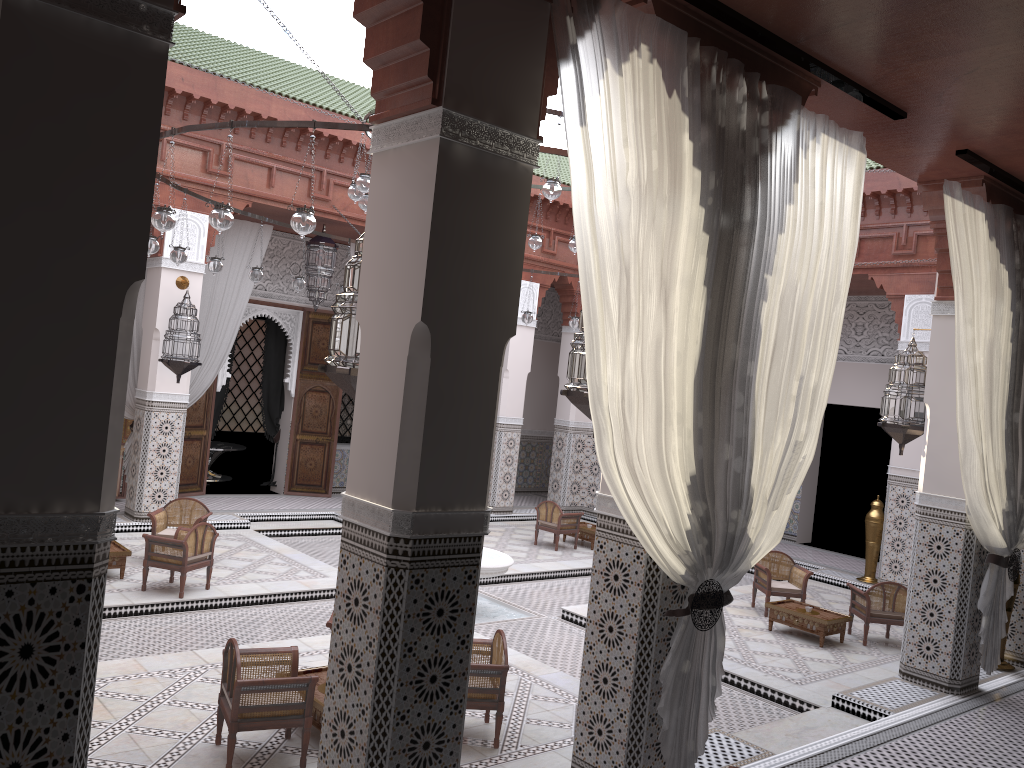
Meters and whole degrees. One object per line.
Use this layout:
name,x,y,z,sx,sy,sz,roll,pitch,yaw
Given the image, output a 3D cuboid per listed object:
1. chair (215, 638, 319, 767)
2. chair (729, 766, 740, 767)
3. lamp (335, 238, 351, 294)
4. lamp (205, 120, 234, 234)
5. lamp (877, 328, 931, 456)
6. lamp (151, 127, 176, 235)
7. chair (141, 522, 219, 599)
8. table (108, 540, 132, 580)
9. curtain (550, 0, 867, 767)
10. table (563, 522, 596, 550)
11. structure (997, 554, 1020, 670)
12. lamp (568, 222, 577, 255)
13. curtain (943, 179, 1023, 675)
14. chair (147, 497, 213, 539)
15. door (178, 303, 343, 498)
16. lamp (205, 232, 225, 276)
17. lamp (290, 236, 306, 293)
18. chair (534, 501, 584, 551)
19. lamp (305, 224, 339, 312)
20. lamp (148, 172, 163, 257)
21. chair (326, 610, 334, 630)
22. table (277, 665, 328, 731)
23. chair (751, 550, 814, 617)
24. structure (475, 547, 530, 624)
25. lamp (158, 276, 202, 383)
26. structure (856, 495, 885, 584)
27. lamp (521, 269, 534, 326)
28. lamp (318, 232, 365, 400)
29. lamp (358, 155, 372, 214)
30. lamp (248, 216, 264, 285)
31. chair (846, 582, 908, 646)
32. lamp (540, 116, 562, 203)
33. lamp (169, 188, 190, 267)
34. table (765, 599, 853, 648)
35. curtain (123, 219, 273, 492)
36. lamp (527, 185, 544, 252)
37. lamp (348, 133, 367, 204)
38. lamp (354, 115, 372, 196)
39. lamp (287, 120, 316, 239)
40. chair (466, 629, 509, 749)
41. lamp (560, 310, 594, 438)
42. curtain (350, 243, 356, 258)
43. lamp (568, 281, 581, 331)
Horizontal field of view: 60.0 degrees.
chair,-0.657,0.836,2.362,0.208,0.313,0.263,6,0,-26
chair,0.558,0.965,1.790,0.234,0.252,0.259,6,0,7
lamp,-0.988,-0.679,5.251,0.090,0.371,0.091,6,0,-6
lamp,-0.929,-0.669,2.860,0.091,0.371,0.090,6,0,-26
lamp,1.651,0.023,3.694,0.216,0.552,0.221,6,0,-41
lamp,-1.184,-0.696,3.035,0.091,0.371,0.090,6,0,-26
chair,-1.456,0.750,3.886,0.208,0.313,0.263,6,0,16
table,-1.899,0.789,4.019,0.229,0.142,0.330,6,0,-41
curtain,0.511,0.087,2.188,1.303,1.764,0.129,6,0,-40
table,0.524,1.041,6.103,0.229,0.142,0.330,6,0,-41
structure,2.125,0.950,3.852,0.156,0.539,0.156,6,0,-24
lamp,0.367,-0.896,4.888,0.091,0.371,0.090,6,0,-26
curtain,1.903,0.233,3.380,1.304,1.761,0.137,6,0,-41
chair,-1.643,0.729,4.378,0.263,0.313,0.208,6,0,-5
door,-1.882,0.067,6.436,1.244,1.461,0.419,6,0,-41
lamp,-1.492,-0.731,4.476,0.090,0.371,0.091,6,0,-26
lamp,-1.199,-0.701,5.030,0.090,0.371,0.091,6,0,4
chair,0.305,0.932,5.900,0.208,0.313,0.263,6,0,-45
lamp,-1.244,-0.750,5.742,0.221,0.571,0.220,6,0,-41
lamp,-1.572,-0.738,3.863,0.091,0.371,0.090,6,0,44
chair,-0.471,0.855,2.891,0.263,0.313,0.208,6,0,-5
table,-0.515,0.937,2.579,0.229,0.142,0.330,6,0,-41
chair,1.404,1.049,4.653,0.263,0.313,0.208,6,0,-5
structure,-0.212,0.977,4.329,0.528,0.310,0.501,6,0,-41
lamp,-1.851,-0.311,4.999,0.216,0.618,0.217,6,0,-41
structure,2.257,0.961,5.531,0.156,0.539,0.156,6,0,10
lamp,0.114,-0.564,5.784,0.091,0.371,0.090,6,0,-41
lamp,-0.306,-0.180,2.011,0.216,0.552,0.221,6,0,-41
lamp,-0.696,-1.007,4.275,0.090,0.371,0.091,6,0,-36
lamp,-1.366,-0.718,4.766,0.090,0.371,0.091,6,0,-6
chair,1.771,1.088,4.274,0.263,0.313,0.208,6,0,0
lamp,0.170,-0.915,3.564,0.091,0.371,0.090,6,0,-6
lamp,-1.562,-0.737,4.172,0.090,0.371,0.091,6,0,-36
table,1.408,1.136,4.232,0.229,0.142,0.330,6,0,-41
curtain,-2.126,-0.194,5.277,1.304,1.761,0.048,6,0,-41
lamp,0.143,-0.920,4.940,0.090,0.371,0.091,6,0,44
lamp,-0.704,-1.008,4.040,0.091,0.371,0.090,6,0,29
lamp,-0.629,-1.000,3.836,0.090,0.371,0.091,6,0,-16
lamp,-0.639,-0.638,2.755,0.091,0.371,0.090,6,0,-26
chair,-0.139,0.890,2.650,0.208,0.313,0.263,6,0,-10
lamp,0.266,-0.121,2.503,0.216,0.552,0.221,6,0,-41
curtain,-0.709,-0.046,6.471,1.304,1.761,0.048,6,0,-40
lamp,0.424,-0.531,5.791,0.091,0.371,0.090,6,0,-41
